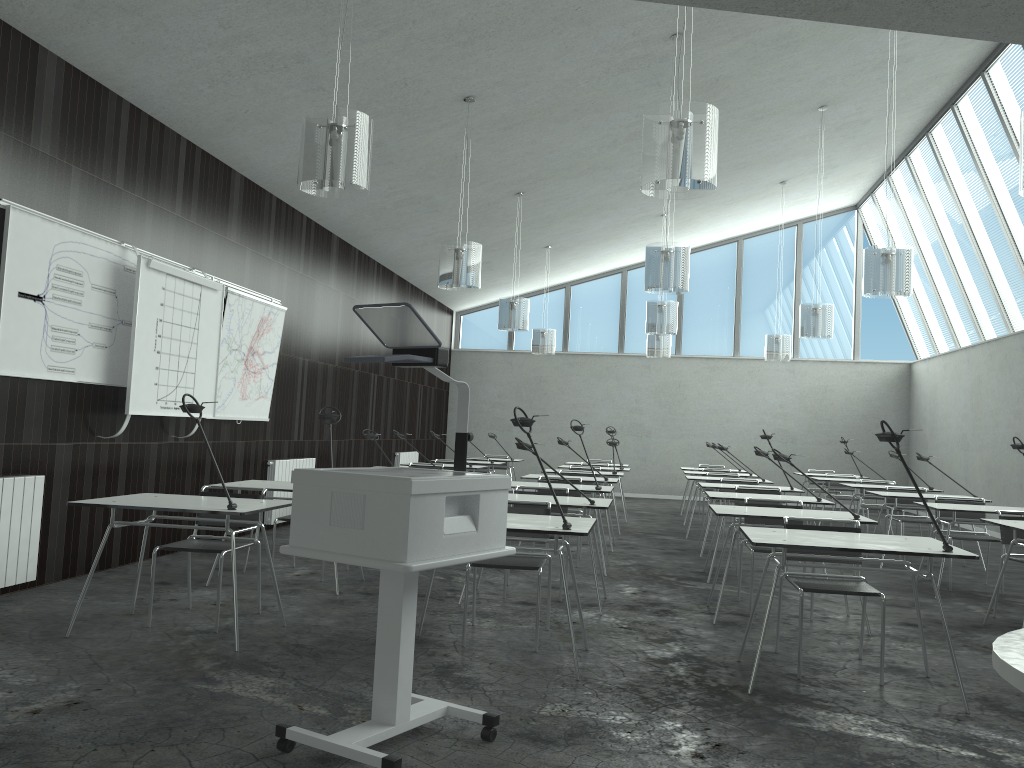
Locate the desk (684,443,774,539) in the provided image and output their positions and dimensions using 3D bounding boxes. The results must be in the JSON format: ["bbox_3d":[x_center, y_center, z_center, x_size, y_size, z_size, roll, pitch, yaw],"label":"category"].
[{"bbox_3d":[2.369,1.305,9.752,0.900,1.153,0.700,2,-3,9],"label":"desk"}]

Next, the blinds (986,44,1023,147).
[{"bbox_3d":[5.595,-2.328,9.122,1.094,2.949,0.889,2,-3,9],"label":"blinds"}]

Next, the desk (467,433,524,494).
[{"bbox_3d":[-0.318,1.376,13.120,0.900,1.153,0.700,2,-3,9],"label":"desk"}]

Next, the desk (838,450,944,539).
[{"bbox_3d":[4.029,1.367,9.486,0.900,1.153,0.700,2,-3,9],"label":"desk"}]

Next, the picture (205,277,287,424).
[{"bbox_3d":[-2.357,-0.276,7.898,0.163,1.342,1.211,2,-3,9],"label":"picture"}]

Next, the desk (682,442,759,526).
[{"bbox_3d":[2.625,1.401,11.196,0.900,1.153,0.700,2,-3,9],"label":"desk"}]

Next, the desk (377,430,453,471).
[{"bbox_3d":[-1.008,1.091,8.818,0.900,1.153,0.700,2,-3,8],"label":"desk"}]

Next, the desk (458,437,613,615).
[{"bbox_3d":[0.176,0.962,5.679,0.900,1.153,0.700,2,-3,9],"label":"desk"}]

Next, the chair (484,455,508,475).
[{"bbox_3d":[-0.295,1.586,13.404,0.428,0.765,0.555,2,-3,9],"label":"chair"}]

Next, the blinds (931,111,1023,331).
[{"bbox_3d":[5.896,-2.199,11.073,1.094,2.949,0.889,2,-3,9],"label":"blinds"}]

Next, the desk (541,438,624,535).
[{"bbox_3d":[0.799,1.244,9.979,0.900,1.153,0.700,2,-3,7],"label":"desk"}]

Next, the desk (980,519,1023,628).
[{"bbox_3d":[3.342,1.082,5.191,0.900,1.153,0.700,2,-3,9],"label":"desk"}]

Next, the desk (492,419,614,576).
[{"bbox_3d":[0.358,0.973,7.152,0.900,1.321,0.700,2,-3,9],"label":"desk"}]

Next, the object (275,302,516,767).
[{"bbox_3d":[-0.356,0.540,3.058,0.559,1.639,0.680,1,-4,33],"label":"object"}]

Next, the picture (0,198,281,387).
[{"bbox_3d":[-2.586,-0.485,6.831,0.050,1.102,3.818,2,-3,9],"label":"picture"}]

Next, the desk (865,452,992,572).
[{"bbox_3d":[3.752,1.270,8.055,0.900,1.153,0.700,2,-3,9],"label":"desk"}]

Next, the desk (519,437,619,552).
[{"bbox_3d":[0.567,1.150,8.561,0.900,1.153,0.700,2,-3,9],"label":"desk"}]

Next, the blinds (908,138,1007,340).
[{"bbox_3d":[6.046,-2.135,12.046,1.094,2.949,0.889,2,-3,9],"label":"blinds"}]

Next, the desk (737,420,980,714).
[{"bbox_3d":[1.519,0.844,4.022,0.900,1.321,0.700,2,-3,10],"label":"desk"}]

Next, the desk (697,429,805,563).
[{"bbox_3d":[2.217,1.128,8.305,0.900,1.321,0.700,2,-3,9],"label":"desk"}]

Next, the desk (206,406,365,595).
[{"bbox_3d":[-1.461,0.817,5.947,0.900,1.321,0.700,2,-3,7],"label":"desk"}]

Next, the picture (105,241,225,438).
[{"bbox_3d":[-2.532,-0.305,6.529,0.254,1.508,1.191,2,-3,9],"label":"picture"}]

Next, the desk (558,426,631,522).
[{"bbox_3d":[1.067,1.258,11.427,0.900,1.321,0.700,2,-3,9],"label":"desk"}]

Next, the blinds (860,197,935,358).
[{"bbox_3d":[6.498,-1.942,14.973,1.094,2.949,0.889,2,-3,9],"label":"blinds"}]

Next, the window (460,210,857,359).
[{"bbox_3d":[2.553,-2.063,16.106,7.052,3.041,0.010,2,-3,9],"label":"window"}]

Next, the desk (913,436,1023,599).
[{"bbox_3d":[3.565,1.093,6.632,0.900,1.321,0.700,2,-3,10],"label":"desk"}]

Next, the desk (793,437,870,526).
[{"bbox_3d":[4.441,1.472,12.380,0.900,1.321,0.700,2,-3,9],"label":"desk"}]

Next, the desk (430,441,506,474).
[{"bbox_3d":[-0.574,1.278,11.665,0.900,1.153,0.700,2,-3,7],"label":"desk"}]

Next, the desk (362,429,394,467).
[{"bbox_3d":[-1.195,0.997,7.369,0.900,1.153,0.700,2,-3,9],"label":"desk"}]

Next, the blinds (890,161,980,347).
[{"bbox_3d":[6.197,-2.071,13.022,1.094,2.949,0.889,2,-3,9],"label":"blinds"}]

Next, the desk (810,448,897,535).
[{"bbox_3d":[4.185,1.460,10.937,0.900,1.153,0.700,2,-3,9],"label":"desk"}]

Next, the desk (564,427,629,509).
[{"bbox_3d":[1.236,1.350,12.874,0.900,1.321,0.700,2,-3,9],"label":"desk"}]

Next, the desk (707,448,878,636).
[{"bbox_3d":[1.680,1.018,5.424,0.900,1.153,0.700,2,-3,9],"label":"desk"}]

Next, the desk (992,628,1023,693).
[{"bbox_3d":[1.576,0.945,1.402,1.600,0.818,0.910,2,-3,4],"label":"desk"}]

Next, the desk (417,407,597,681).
[{"bbox_3d":[-0.064,0.783,4.260,0.900,1.321,0.700,2,-3,9],"label":"desk"}]

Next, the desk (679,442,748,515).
[{"bbox_3d":[2.857,1.496,12.621,0.900,1.153,0.700,2,-3,9],"label":"desk"}]

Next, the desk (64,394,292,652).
[{"bbox_3d":[-1.635,0.723,4.498,0.900,1.321,0.700,2,-3,8],"label":"desk"}]

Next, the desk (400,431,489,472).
[{"bbox_3d":[-0.775,1.186,10.249,0.900,1.153,0.700,2,-3,9],"label":"desk"}]

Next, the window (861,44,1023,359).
[{"bbox_3d":[5.624,-2.359,9.119,1.144,3.101,12.775,2,-3,9],"label":"window"}]

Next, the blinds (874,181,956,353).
[{"bbox_3d":[6.348,-2.006,13.998,1.094,2.949,0.889,2,-3,9],"label":"blinds"}]

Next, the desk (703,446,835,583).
[{"bbox_3d":[1.968,1.117,6.877,0.900,1.153,0.700,2,-3,9],"label":"desk"}]

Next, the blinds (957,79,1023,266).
[{"bbox_3d":[5.745,-2.264,10.097,1.094,2.949,0.889,2,-3,9],"label":"blinds"}]
